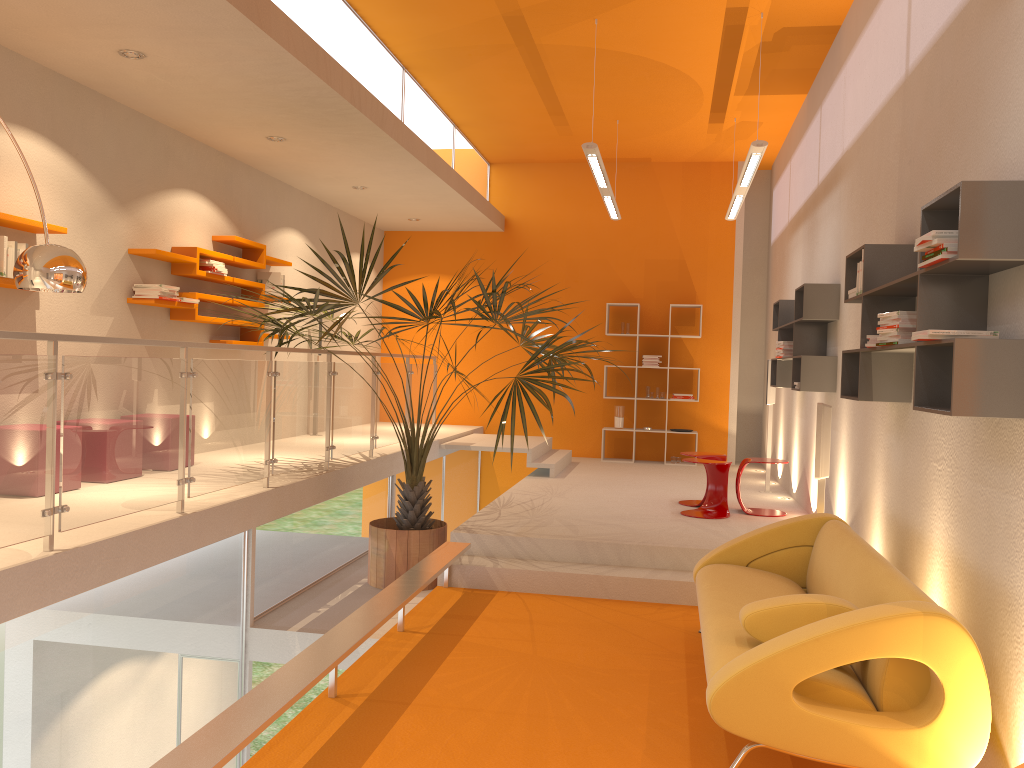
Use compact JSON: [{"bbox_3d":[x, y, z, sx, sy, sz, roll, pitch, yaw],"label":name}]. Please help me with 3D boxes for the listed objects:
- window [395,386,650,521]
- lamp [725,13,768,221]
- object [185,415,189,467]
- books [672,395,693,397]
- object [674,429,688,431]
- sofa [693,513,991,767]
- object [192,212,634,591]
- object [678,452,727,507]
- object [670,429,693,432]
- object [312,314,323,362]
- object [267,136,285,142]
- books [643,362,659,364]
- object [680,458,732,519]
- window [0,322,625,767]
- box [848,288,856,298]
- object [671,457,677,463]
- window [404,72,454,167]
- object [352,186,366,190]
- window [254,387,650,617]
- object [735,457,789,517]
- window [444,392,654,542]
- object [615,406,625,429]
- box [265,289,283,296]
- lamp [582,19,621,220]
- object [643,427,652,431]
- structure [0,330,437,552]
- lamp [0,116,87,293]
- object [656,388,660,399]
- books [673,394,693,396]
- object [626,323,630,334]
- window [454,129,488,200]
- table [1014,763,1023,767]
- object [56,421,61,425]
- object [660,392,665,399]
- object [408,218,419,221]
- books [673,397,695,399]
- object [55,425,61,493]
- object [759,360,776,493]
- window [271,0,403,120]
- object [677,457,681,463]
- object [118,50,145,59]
[{"bbox_3d":[-0.098,2.295,10.080,0.993,4.599,4.234,3,2,42],"label":"window"},{"bbox_3d":[2.085,-2.249,7.959,0.120,1.052,3.195,2,1,10],"label":"lamp"},{"bbox_3d":[-2.590,0.418,6.480,0.390,0.377,0.390,2,1,5],"label":"object"},{"bbox_3d":[2.141,0.151,11.110,0.254,0.015,0.190,2,1,12],"label":"books"},{"bbox_3d":[2.130,0.584,11.164,0.178,0.020,0.178,2,1,27],"label":"object"},{"bbox_3d":[1.315,1.079,4.002,0.929,0.706,2.081,2,1,10],"label":"sofa"},{"bbox_3d":[-0.607,0.168,6.760,3.098,2.600,3.241,2,1,18],"label":"object"},{"bbox_3d":[1.689,0.843,7.842,0.391,0.450,0.420,1,1,-20],"label":"object"},{"bbox_3d":[2.132,0.587,11.160,0.294,0.020,0.294,1,2,-40],"label":"object"},{"bbox_3d":[-2.114,-0.100,9.628,0.116,1.317,0.111,2,1,17],"label":"object"},{"bbox_3d":[-1.908,-2.000,7.172,0.143,0.059,0.143,2,1,-7],"label":"object"},{"bbox_3d":[1.755,-0.263,11.221,0.190,0.015,0.254,2,1,12],"label":"books"},{"bbox_3d":[1.602,0.852,7.298,0.391,0.450,0.420,3,2,40],"label":"object"},{"bbox_3d":[-0.559,1.939,7.351,0.481,5.399,8.922,2,1,22],"label":"window"},{"bbox_3d":[1.936,-0.481,4.727,0.232,0.047,0.232,2,1,10],"label":"box"},{"bbox_3d":[1.754,2.366,5.961,0.129,2.692,10.507,2,1,3],"label":"object"},{"bbox_3d":[-0.830,-2.539,8.996,0.006,0.660,1.869,2,1,10],"label":"window"},{"bbox_3d":[-1.564,-2.030,9.091,0.143,0.059,0.143,1,1,-18],"label":"object"},{"bbox_3d":[-0.319,0.723,8.545,0.908,1.393,6.719,3,1,30],"label":"window"},{"bbox_3d":[2.109,0.864,7.488,0.420,0.450,0.391,2,1,10],"label":"object"},{"bbox_3d":[0.477,2.335,10.772,2.294,4.526,1.860,2,1,10],"label":"window"},{"bbox_3d":[1.368,0.424,11.306,0.129,0.291,0.129,3,2,38],"label":"object"},{"bbox_3d":[-2.299,-0.853,8.273,0.232,0.047,0.232,2,1,10],"label":"box"},{"bbox_3d":[0.876,-2.292,8.176,0.120,1.052,3.195,2,1,10],"label":"lamp"},{"bbox_3d":[1.710,0.565,11.178,0.106,0.035,0.105,1,2,-36],"label":"object"},{"bbox_3d":[-1.878,0.232,4.177,0.195,0.900,11.050,2,1,10],"label":"structure"},{"bbox_3d":[-2.687,-0.459,3.503,0.315,2.259,2.077,3,1,33],"label":"lamp"},{"bbox_3d":[-0.317,2.347,8.146,0.870,4.604,7.392,3,2,41],"label":"object"},{"bbox_3d":[2.136,0.135,11.098,0.227,0.017,0.230,2,1,5],"label":"books"},{"bbox_3d":[-0.176,1.938,8.277,0.351,5.384,6.779,3,1,30],"label":"object"},{"bbox_3d":[-0.494,-2.568,10.870,0.006,0.660,1.860,2,1,10],"label":"window"},{"bbox_3d":[1.408,1.273,1.109,0.969,0.760,2.573,2,1,10],"label":"table"},{"bbox_3d":[-2.709,0.428,5.815,0.390,0.377,0.390,2,1,10],"label":"object"},{"bbox_3d":[1.975,1.937,7.403,0.190,3.502,7.694,2,1,-1],"label":"object"},{"bbox_3d":[-1.220,-2.059,11.009,0.143,0.059,0.143,1,1,-18],"label":"object"},{"bbox_3d":[2.148,0.167,11.106,0.254,0.015,0.190,2,1,6],"label":"books"},{"bbox_3d":[-2.820,0.438,5.199,0.390,0.377,0.390,2,1,10],"label":"object"},{"bbox_3d":[2.542,0.416,8.802,0.116,1.317,0.111,2,1,7],"label":"object"},{"bbox_3d":[-1.249,-2.503,6.662,0.006,0.660,2.794,2,1,10],"label":"window"},{"bbox_3d":[1.542,2.390,4.666,0.102,2.685,13.193,2,1,5],"label":"object"},{"bbox_3d":[-2.253,-1.970,5.252,0.143,0.059,0.143,1,1,-18],"label":"object"}]
